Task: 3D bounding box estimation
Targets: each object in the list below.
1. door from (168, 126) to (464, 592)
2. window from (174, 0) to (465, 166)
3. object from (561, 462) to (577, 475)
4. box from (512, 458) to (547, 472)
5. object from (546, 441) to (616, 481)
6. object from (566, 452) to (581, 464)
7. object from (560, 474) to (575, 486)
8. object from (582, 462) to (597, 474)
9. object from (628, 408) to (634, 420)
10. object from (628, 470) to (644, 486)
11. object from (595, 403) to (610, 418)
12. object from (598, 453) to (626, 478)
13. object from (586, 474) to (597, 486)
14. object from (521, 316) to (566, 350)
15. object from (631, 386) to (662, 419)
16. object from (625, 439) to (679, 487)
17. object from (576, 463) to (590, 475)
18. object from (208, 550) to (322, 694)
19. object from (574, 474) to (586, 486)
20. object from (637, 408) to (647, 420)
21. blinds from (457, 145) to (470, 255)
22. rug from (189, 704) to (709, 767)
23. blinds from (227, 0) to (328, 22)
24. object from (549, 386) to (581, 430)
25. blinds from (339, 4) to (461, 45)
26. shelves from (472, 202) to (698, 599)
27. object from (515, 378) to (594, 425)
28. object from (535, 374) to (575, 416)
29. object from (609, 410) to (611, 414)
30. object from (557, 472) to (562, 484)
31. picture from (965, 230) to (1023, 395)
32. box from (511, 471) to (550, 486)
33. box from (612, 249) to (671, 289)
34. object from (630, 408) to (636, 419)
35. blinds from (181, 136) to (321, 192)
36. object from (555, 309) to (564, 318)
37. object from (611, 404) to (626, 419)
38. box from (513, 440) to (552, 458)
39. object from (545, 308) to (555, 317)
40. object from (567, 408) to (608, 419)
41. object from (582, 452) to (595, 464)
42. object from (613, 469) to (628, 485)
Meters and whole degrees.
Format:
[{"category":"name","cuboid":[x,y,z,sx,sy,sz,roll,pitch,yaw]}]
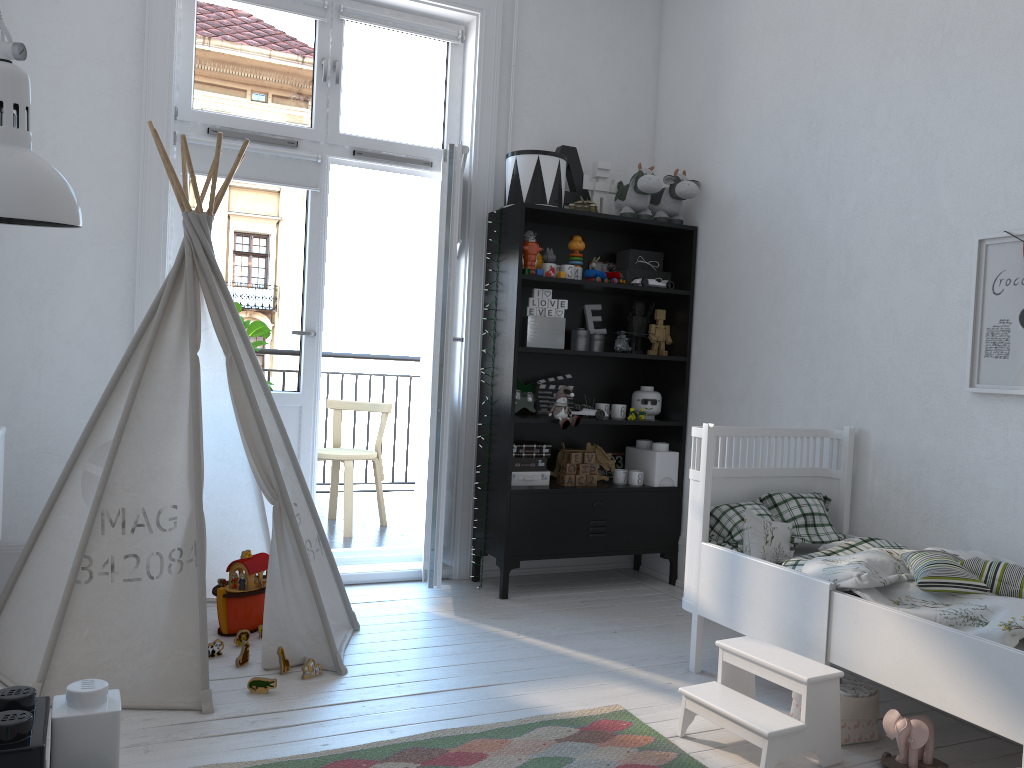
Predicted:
[{"category":"door","cuboid":[-0.761,-0.099,3.667,1.264,1.839,0.636,2,2,-24]},{"category":"window","cuboid":[-0.798,-1.356,3.858,1.263,0.660,0.101,2,2,-26]},{"category":"object","cuboid":[0.257,0.381,4.003,0.050,0.050,0.050,2,2,-26]},{"category":"box","cuboid":[0.024,0.352,3.966,0.216,0.062,0.179,2,1,-26]},{"category":"object","cuboid":[0.324,0.366,4.159,0.337,0.186,0.111,3,2,-11]},{"category":"object","cuboid":[0.279,0.333,4.002,0.050,0.050,0.050,2,2,-26]},{"category":"object","cuboid":[0.248,0.431,3.978,0.050,0.050,0.050,2,2,-26]},{"category":"object","cuboid":[0.354,0.385,4.057,0.050,0.050,0.050,2,2,-26]},{"category":"object","cuboid":[0.547,0.138,4.057,0.031,0.054,0.042,4,2,25]},{"category":"object","cuboid":[0.572,0.436,4.095,0.067,0.067,0.067,3,1,-12]},{"category":"object","cuboid":[0.418,0.124,4.106,0.067,0.067,0.067,3,1,-12]},{"category":"object","cuboid":[0.422,0.395,4.306,0.347,0.120,0.034,2,2,-26]},{"category":"object","cuboid":[0.361,0.436,4.033,0.050,0.050,0.050,3,1,4]},{"category":"object","cuboid":[0.136,-0.224,3.904,0.170,0.138,0.124,3,1,-11]},{"category":"object","cuboid":[0.639,0.091,4.214,0.139,0.162,0.139,4,2,39]},{"category":"object","cuboid":[0.664,0.372,4.225,0.132,0.199,0.267,2,2,-26]},{"category":"object","cuboid":[0.317,0.384,4.009,0.050,0.050,0.050,2,2,-26]},{"category":"object","cuboid":[-0.844,0.747,2.985,0.385,0.284,0.856,2,2,-34]},{"category":"object","cuboid":[0.301,0.433,4.004,0.050,0.050,0.050,2,2,-21]},{"category":"object","cuboid":[0.602,0.139,4.109,0.042,0.054,0.031,3,2,20]},{"category":"blinds","cuboid":[-0.222,-0.765,3.829,0.032,0.390,0.565,3,1,-6]},{"category":"rug","cuboid":[0.159,0.964,1.425,1.320,0.016,2.028,2,1,-25]},{"category":"blinds","cuboid":[-1.052,-1.615,3.701,0.565,0.087,0.032,2,2,-26]},{"category":"object","cuboid":[0.232,0.102,3.843,0.110,0.186,0.129,2,2,-39]},{"category":"blinds","cuboid":[-0.492,-1.606,3.969,0.565,0.060,0.032,2,2,-26]},{"category":"shelves","cuboid":[0.337,0.086,4.080,0.911,1.678,0.353,2,2,-26]},{"category":"object","cuboid":[0.151,0.077,4.128,0.542,0.239,0.093,2,2,-25]},{"category":"object","cuboid":[0.201,0.049,4.121,0.201,0.199,0.048,2,2,-26]},{"category":"object","cuboid":[0.463,0.139,4.250,0.163,0.034,0.069,2,1,-26]},{"category":"object","cuboid":[0.238,0.429,4.034,0.050,0.050,0.050,2,2,-26]},{"category":"picture","cuboid":[1.609,-0.206,2.487,0.030,0.493,0.703,2,2,-26]},{"category":"box","cuboid":[0.037,0.414,3.975,0.216,0.062,0.179,2,1,-26]},{"category":"box","cuboid":[0.623,-0.538,4.235,0.251,0.189,0.179,2,2,-26]},{"category":"object","cuboid":[0.562,0.137,4.123,0.042,0.054,0.031,2,2,-25]},{"category":"blinds","cuboid":[-1.086,-0.922,3.721,0.565,0.158,0.032,2,2,-26]},{"category":"object","cuboid":[0.208,-0.307,3.878,0.040,0.040,0.040,3,1,4]},{"category":"object","cuboid":[0.492,0.128,4.089,0.067,0.067,0.067,3,1,-12]},{"category":"box","cuboid":[0.043,0.291,3.973,0.216,0.062,0.179,2,1,-26]},{"category":"object","cuboid":[0.163,-0.309,3.869,0.040,0.040,0.040,3,1,-11]},{"category":"object","cuboid":[0.321,0.131,4.016,0.230,0.048,0.098,3,1,-1]},{"category":"object","cuboid":[0.350,0.336,4.038,0.050,0.050,0.050,3,1,-6]},{"category":"object","cuboid":[0.504,0.432,4.123,0.067,0.067,0.067,3,1,-12]}]
